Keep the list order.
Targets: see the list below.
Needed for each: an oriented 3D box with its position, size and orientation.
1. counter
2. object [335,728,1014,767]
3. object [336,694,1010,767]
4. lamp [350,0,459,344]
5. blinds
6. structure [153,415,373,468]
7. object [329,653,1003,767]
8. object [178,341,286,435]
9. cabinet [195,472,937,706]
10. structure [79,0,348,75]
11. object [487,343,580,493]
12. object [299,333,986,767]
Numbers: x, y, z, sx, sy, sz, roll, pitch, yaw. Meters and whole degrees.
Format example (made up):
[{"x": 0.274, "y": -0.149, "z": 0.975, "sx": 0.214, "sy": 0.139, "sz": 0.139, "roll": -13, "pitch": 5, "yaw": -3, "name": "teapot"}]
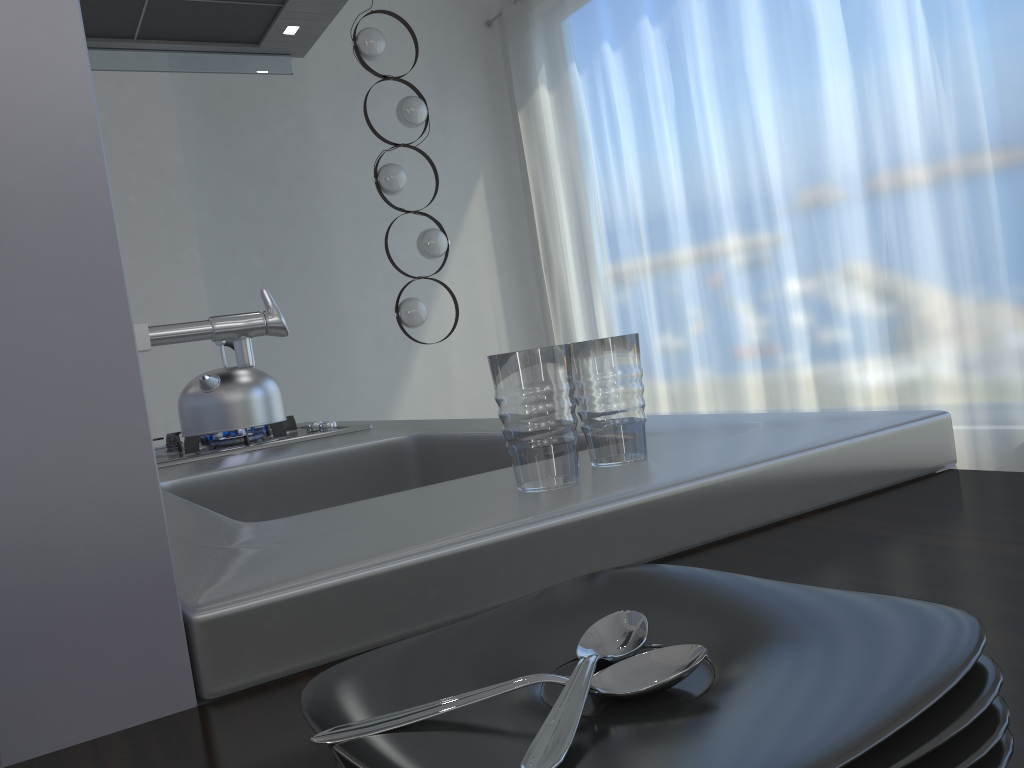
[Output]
[{"x": -0.355, "y": 0.400, "z": 1.042, "sx": 1.302, "sy": 1.300, "sz": 3.291, "roll": -10, "pitch": 2, "yaw": -29, "name": "counter"}, {"x": 0.051, "y": 0.148, "z": 0.364, "sx": 0.232, "sy": 0.020, "sz": 0.232, "roll": -9, "pitch": 2, "yaw": -21, "name": "object"}, {"x": 0.050, "y": 0.139, "z": 0.363, "sx": 0.232, "sy": 0.020, "sz": 0.232, "roll": -9, "pitch": 2, "yaw": -21, "name": "object"}, {"x": -0.585, "y": -1.376, "z": 4.504, "sx": 0.367, "sy": 2.370, "sz": 0.180, "roll": -10, "pitch": 3, "yaw": -36, "name": "lamp"}, {"x": 0.901, "y": -0.828, "z": 4.126, "sx": 0.120, "sy": 3.112, "sz": 3.245, "roll": -10, "pitch": 2, "yaw": -29, "name": "blinds"}, {"x": -0.700, "y": 0.123, "z": 2.112, "sx": 0.519, "sy": 0.055, "sz": 0.709, "roll": -10, "pitch": 2, "yaw": -29, "name": "structure"}, {"x": 0.048, "y": 0.129, "z": 0.363, "sx": 0.232, "sy": 0.020, "sz": 0.232, "roll": -10, "pitch": 2, "yaw": -26, "name": "object"}, {"x": -0.623, "y": -0.004, "z": 1.938, "sx": 0.220, "sy": 0.196, "sz": 0.229, "roll": -10, "pitch": 3, "yaw": -37, "name": "object"}, {"x": -0.332, "y": 0.623, "z": 1.047, "sx": 1.377, "sy": 0.852, "sz": 3.285, "roll": -10, "pitch": 2, "yaw": -29, "name": "cabinet"}, {"x": -0.882, "y": -1.517, "z": 2.090, "sx": 0.915, "sy": 1.231, "sz": 0.981, "roll": -10, "pitch": 2, "yaw": -29, "name": "structure"}, {"x": 0.023, "y": 0.029, "z": 0.761, "sx": 0.071, "sy": 0.119, "sz": 0.072, "roll": -10, "pitch": 2, "yaw": -29, "name": "object"}, {"x": 0.022, "y": 0.052, "z": 0.548, "sx": 0.269, "sy": 0.147, "sz": 0.646, "roll": -9, "pitch": 2, "yaw": -4, "name": "object"}]
